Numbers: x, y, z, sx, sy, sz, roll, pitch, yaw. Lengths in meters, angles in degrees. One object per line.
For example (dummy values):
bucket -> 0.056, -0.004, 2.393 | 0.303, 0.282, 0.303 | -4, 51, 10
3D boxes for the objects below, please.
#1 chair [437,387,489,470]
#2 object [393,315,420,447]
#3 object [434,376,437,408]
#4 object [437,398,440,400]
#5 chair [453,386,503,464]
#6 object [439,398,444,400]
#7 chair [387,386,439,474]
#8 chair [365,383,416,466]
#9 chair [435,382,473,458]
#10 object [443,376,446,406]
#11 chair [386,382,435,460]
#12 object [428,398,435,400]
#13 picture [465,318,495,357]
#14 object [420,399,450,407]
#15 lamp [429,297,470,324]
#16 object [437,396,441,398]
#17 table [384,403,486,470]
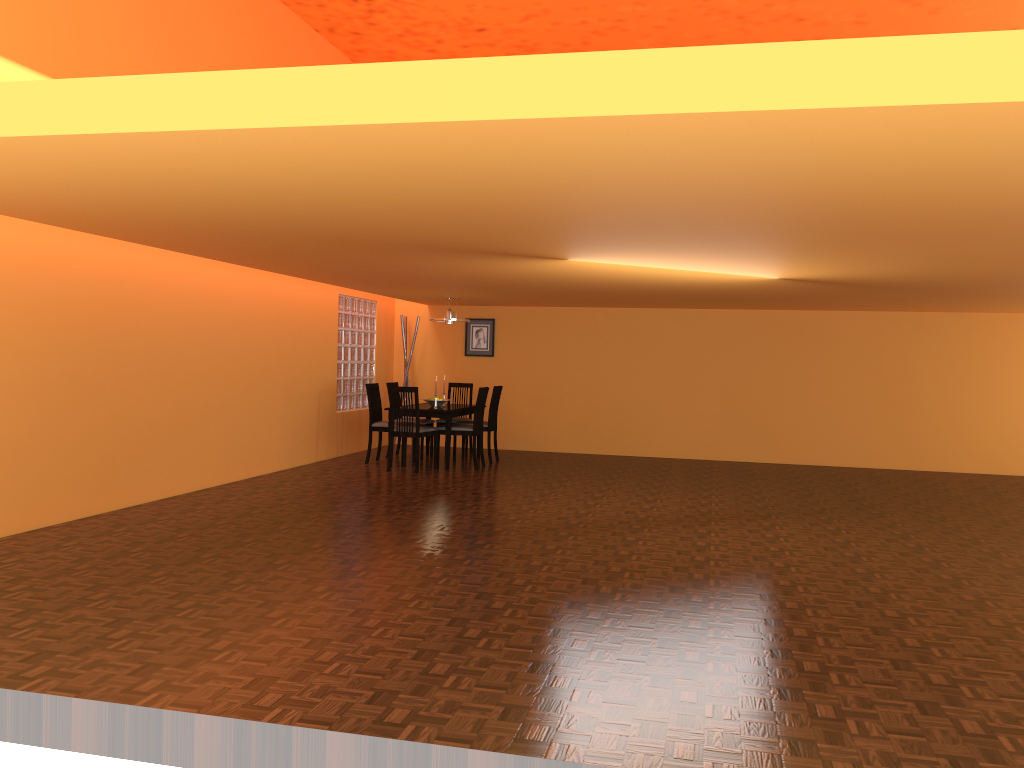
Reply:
chair -> -0.483, 0.427, 8.774 | 0.465, 0.809, 0.373 | 2, 2, 13
object -> -1.250, -0.029, 10.599 | 0.308, 1.589, 0.226 | 3, 2, 35
object -> -0.755, 0.077, 8.809 | 0.044, 0.326, 0.044 | 2, 2, 2
object -> -0.757, 0.164, 8.991 | 0.046, 0.046, 0.055 | 1, 2, -4
chair -> -0.354, 0.416, 9.336 | 0.465, 0.809, 0.373 | 2, 2, 13
object -> -0.719, 0.175, 9.092 | 0.055, 0.070, 0.066 | 1, 2, -6
chair -> -0.953, 0.424, 8.429 | 0.373, 0.809, 0.465 | 2, 2, 18
chair -> -1.229, 0.402, 8.946 | 0.465, 0.809, 0.373 | 2, 2, 13
chair -> -0.618, 0.395, 9.853 | 0.373, 0.809, 0.465 | 2, 2, 8
object -> -0.716, 0.063, 9.356 | 0.044, 0.326, 0.044 | 2, 2, 2
chair -> -1.100, 0.391, 9.508 | 0.465, 0.809, 0.373 | 2, 2, 13
object -> -0.815, 0.180, 9.065 | 0.089, 0.076, 0.087 | 2, 2, 19
picture -> -0.387, -0.557, 10.647 | 0.361, 0.456, 0.014 | 2, 2, 13
object -> -0.780, 0.196, 9.085 | 0.337, 0.072, 0.337 | 1, 2, -21
lamp -> -0.660, -0.776, 9.408 | 0.435, 0.274, 0.435 | 3, 2, 35
object -> -0.765, 0.159, 9.156 | 0.069, 0.066, 0.069 | 2, 2, 23
table -> -0.767, 0.523, 9.131 | 0.697, 0.584, 1.259 | 2, 2, 13
